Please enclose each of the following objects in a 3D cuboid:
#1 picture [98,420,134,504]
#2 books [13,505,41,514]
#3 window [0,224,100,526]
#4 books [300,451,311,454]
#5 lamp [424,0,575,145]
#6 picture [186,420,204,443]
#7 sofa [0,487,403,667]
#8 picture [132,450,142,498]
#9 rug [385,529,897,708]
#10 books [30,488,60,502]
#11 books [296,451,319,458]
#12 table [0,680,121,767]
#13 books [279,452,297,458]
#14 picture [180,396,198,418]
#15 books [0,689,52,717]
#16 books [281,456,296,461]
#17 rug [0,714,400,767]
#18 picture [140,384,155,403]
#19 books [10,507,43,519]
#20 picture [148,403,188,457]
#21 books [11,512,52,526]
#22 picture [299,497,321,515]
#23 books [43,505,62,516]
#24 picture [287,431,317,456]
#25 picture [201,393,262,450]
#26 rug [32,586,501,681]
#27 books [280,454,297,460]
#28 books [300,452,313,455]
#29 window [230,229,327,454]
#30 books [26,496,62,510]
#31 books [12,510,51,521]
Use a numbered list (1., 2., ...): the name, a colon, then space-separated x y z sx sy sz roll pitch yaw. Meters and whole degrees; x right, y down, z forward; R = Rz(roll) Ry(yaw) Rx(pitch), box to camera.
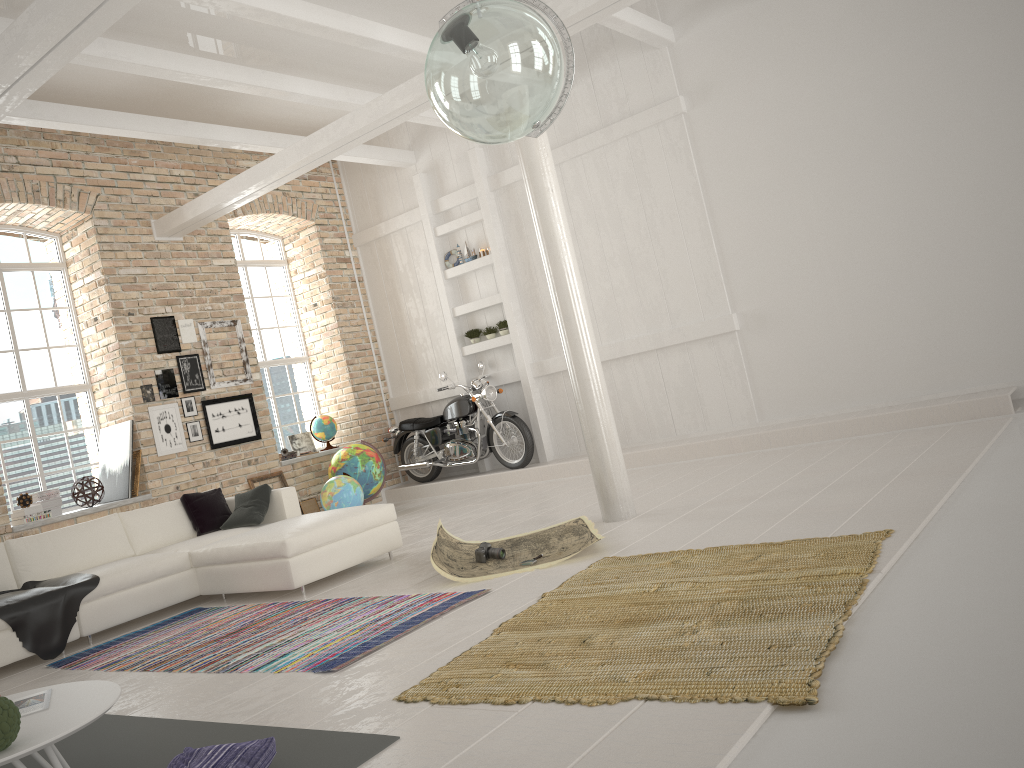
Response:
1. picture: -4.005 0.795 9.012 0.626 0.765 0.229 -14 -3 38
2. books: -4.405 1.135 8.090 0.185 0.030 0.174 -13 -1 26
3. window: -0.268 -1.223 5.184 12.177 2.992 1.339 -13 -2 38
4. books: -2.464 0.818 10.635 0.105 0.013 0.129 -13 -1 12
5. lamp: -0.185 -1.636 3.249 0.470 1.601 0.534 -11 -3 -39
6. picture: -3.354 0.503 9.423 0.012 0.213 0.165 -15 -3 36
7. sofa: -2.644 1.330 6.276 2.313 0.842 3.068 -13 -1 37
8. picture: -3.824 0.915 8.926 0.385 0.461 0.162 -14 -3 37
9. rug: 0.668 0.938 3.784 1.629 0.021 2.069 -13 -1 31
10. books: -4.497 1.069 8.502 0.238 0.085 0.292 -13 -1 17
11. books: -2.438 0.843 10.635 0.187 0.022 0.213 -13 -1 37
12. table: -1.685 1.286 2.862 0.853 0.342 0.968 -12 -1 -39
13. books: -2.719 0.853 10.617 0.216 0.026 0.242 -13 -1 32
14. picture: -3.415 0.241 9.435 0.012 0.213 0.165 -15 -3 36
15. books: -1.775 1.109 3.042 0.356 0.048 0.319 -12 -1 -23
16. books: -2.709 0.903 10.603 0.215 0.025 0.239 -13 -1 38
17. rug: -1.862 1.505 3.239 2.888 0.042 1.347 -13 -1 36
18. picture: -3.713 0.097 9.090 0.009 0.179 0.125 -15 -3 42
19. books: -4.401 1.169 8.084 0.204 0.041 0.193 -13 -1 23
20. picture: -3.542 0.466 9.180 0.014 0.514 0.342 -15 -3 36
21. books: -4.360 1.229 8.095 0.232 0.048 0.259 -13 -1 33
22. picture: -2.326 1.512 10.380 0.102 0.351 0.250 -15 -3 36
23. books: -4.459 1.233 8.505 0.338 0.088 0.222 -13 -1 42
24. picture: -2.680 0.774 11.397 0.072 0.293 0.367 -15 -2 36
25. picture: -3.082 0.404 9.804 0.033 0.536 0.668 -15 -2 36
26. rug: -1.527 1.455 5.213 2.852 0.008 1.319 -13 -1 36
27. books: -2.718 0.879 10.607 0.216 0.030 0.238 -13 -1 36
28. books: -2.452 0.829 10.633 0.140 0.014 0.101 -13 -1 19
29. window: 1.462 -1.585 7.593 12.177 2.992 1.339 -13 -2 38
30. books: -4.478 1.152 8.510 0.337 0.088 0.223 -13 -1 32
31. books: -4.367 1.193 8.099 0.232 0.024 0.254 -13 -1 33
